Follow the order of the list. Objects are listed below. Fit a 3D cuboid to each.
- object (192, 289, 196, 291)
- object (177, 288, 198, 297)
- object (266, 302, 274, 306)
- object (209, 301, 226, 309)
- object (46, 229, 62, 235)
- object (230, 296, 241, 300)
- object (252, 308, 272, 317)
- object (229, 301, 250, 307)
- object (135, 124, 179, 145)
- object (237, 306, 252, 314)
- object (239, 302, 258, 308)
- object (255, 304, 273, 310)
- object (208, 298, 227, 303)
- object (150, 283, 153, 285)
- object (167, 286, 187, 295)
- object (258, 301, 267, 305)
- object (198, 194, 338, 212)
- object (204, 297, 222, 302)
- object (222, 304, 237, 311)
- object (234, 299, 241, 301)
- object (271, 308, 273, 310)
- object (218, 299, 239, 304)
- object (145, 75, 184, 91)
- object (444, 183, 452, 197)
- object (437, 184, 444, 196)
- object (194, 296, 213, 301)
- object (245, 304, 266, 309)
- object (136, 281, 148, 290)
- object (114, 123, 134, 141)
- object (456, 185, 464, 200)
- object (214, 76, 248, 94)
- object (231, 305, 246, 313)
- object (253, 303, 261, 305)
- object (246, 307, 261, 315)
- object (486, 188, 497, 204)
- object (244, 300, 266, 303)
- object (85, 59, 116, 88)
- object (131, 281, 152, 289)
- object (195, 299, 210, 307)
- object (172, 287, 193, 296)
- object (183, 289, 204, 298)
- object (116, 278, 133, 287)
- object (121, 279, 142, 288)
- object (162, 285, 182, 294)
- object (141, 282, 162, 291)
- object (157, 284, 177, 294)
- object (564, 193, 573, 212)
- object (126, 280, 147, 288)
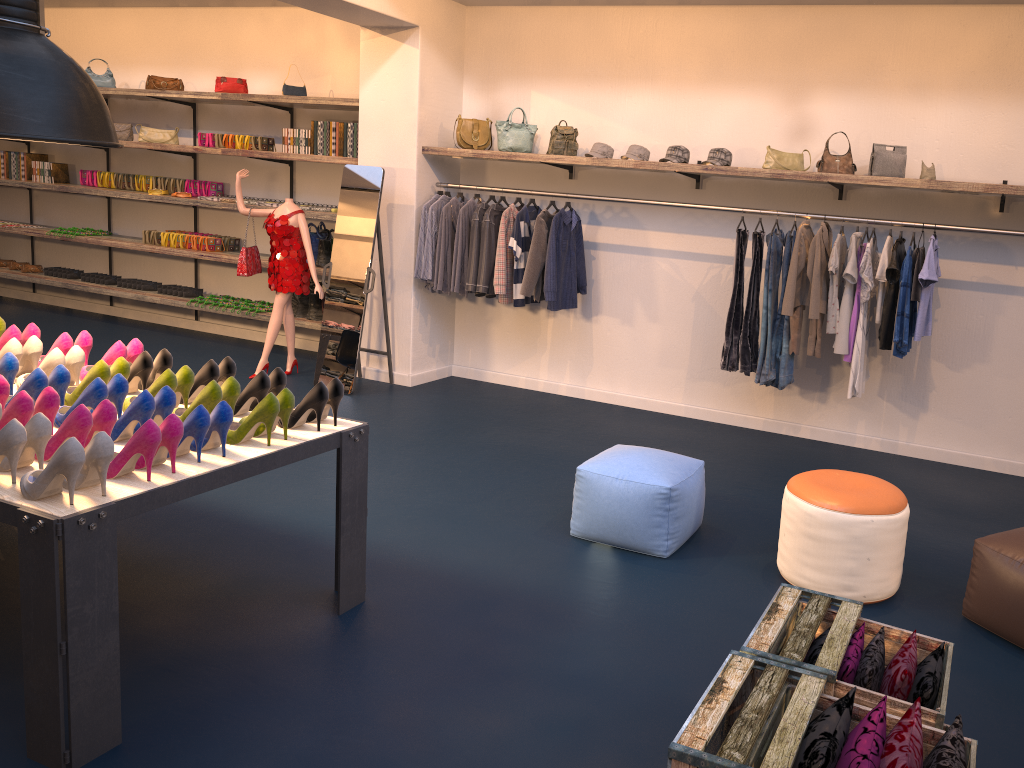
[{"bbox_3d":[-3.092,-0.910,8.418,0.051,0.022,0.011,-5,12,-36],"label":"object"},{"bbox_3d":[-3.155,-0.894,8.450,0.202,0.086,0.061,-5,13,-38],"label":"object"},{"bbox_3d":[-2.282,-0.744,8.151,0.085,0.072,0.240,5,13,6],"label":"object"},{"bbox_3d":[-2.744,-0.738,8.093,0.079,0.057,0.249,9,13,23],"label":"object"},{"bbox_3d":[-4.617,-1.538,8.793,0.079,0.057,0.249,9,13,23],"label":"object"},{"bbox_3d":[-2.667,-0.809,8.310,0.085,0.072,0.240,5,13,6],"label":"object"},{"bbox_3d":[-2.287,-0.654,7.890,0.079,0.057,0.249,9,13,23],"label":"object"},{"bbox_3d":[-2.530,-0.741,8.060,0.078,0.062,0.255,11,14,32],"label":"object"},{"bbox_3d":[-3.373,-2.375,8.258,0.387,0.173,0.219,-1,12,-22],"label":"object"},{"bbox_3d":[-2.444,-0.682,7.955,0.079,0.057,0.249,9,13,23],"label":"object"},{"bbox_3d":[-2.431,-0.731,8.051,0.078,0.067,0.256,12,14,34],"label":"object"},{"bbox_3d":[-2.273,-0.704,7.986,0.079,0.067,0.256,12,14,34],"label":"object"},{"bbox_3d":[-2.755,-0.782,8.154,0.079,0.063,0.256,12,14,34],"label":"object"},{"bbox_3d":[-3.579,-0.995,8.618,0.050,0.022,0.011,-2,11,-26],"label":"object"},{"bbox_3d":[-3.275,-0.915,8.499,0.202,0.086,0.061,-6,14,-40],"label":"object"},{"bbox_3d":[-2.342,-0.758,8.207,0.081,0.074,0.245,7,13,15],"label":"object"},{"bbox_3d":[-2.197,-1.653,7.928,1.439,0.059,0.515,10,14,23],"label":"object"},{"bbox_3d":[-2.816,-0.798,8.209,0.078,0.067,0.256,12,14,34],"label":"object"},{"bbox_3d":[-2.602,-0.711,8.026,0.079,0.057,0.249,9,13,23],"label":"object"},{"bbox_3d":[-2.655,-0.767,8.249,0.079,0.057,0.249,9,13,23],"label":"object"},{"bbox_3d":[-2.198,-0.683,8.046,0.079,0.057,0.249,9,13,23],"label":"object"},{"bbox_3d":[-2.658,-0.771,8.144,0.079,0.067,0.256,12,14,34],"label":"object"},{"bbox_3d":[-3.217,-2.807,8.139,0.374,0.139,0.392,14,15,36],"label":"object"},{"bbox_3d":[-0.528,-1.528,7.079,0.009,0.217,0.462,8,12,28],"label":"object"},{"bbox_3d":[-0.587,-1.538,7.103,0.009,0.217,0.462,8,12,28],"label":"object"},{"bbox_3d":[-2.913,-0.809,8.218,0.078,0.062,0.255,11,14,32],"label":"object"},{"bbox_3d":[-2.371,-0.715,7.996,0.079,0.063,0.256,12,14,34],"label":"object"},{"bbox_3d":[-3.640,-0.979,8.650,0.200,0.086,0.062,-2,12,-28],"label":"object"},{"bbox_3d":[-3.837,-2.458,8.453,0.280,0.173,0.101,1,10,-14],"label":"object"},{"bbox_3d":[-0.422,-1.511,7.039,0.009,0.217,0.462,8,12,28],"label":"object"},{"bbox_3d":[-2.519,-2.679,7.806,0.298,0.147,0.106,-2,12,-29],"label":"object"},{"bbox_3d":[-2.516,-0.698,7.999,0.079,0.057,0.249,9,13,23],"label":"object"},{"bbox_3d":[-2.427,-0.727,8.155,0.079,0.057,0.249,9,13,23],"label":"object"},{"bbox_3d":[-2.359,-0.670,7.935,0.079,0.057,0.249,9,13,23],"label":"object"},{"bbox_3d":[-0.160,-1.464,6.930,0.009,0.217,0.462,8,12,28],"label":"object"},{"bbox_3d":[-2.461,-0.774,8.226,0.254,0.053,0.080,-4,14,-32],"label":"object"},{"bbox_3d":[-4.005,-3.012,8.431,0.296,0.279,0.090,-2,11,-29],"label":"object"},{"bbox_3d":[-3.698,-0.990,8.675,0.201,0.086,0.061,-3,12,-32],"label":"object"},{"bbox_3d":[-2.901,-0.766,8.158,0.079,0.057,0.249,9,13,23],"label":"object"},{"bbox_3d":[-3.214,-0.904,8.474,0.202,0.086,0.061,-6,14,-39],"label":"object"},{"bbox_3d":[-3.095,-0.883,8.426,0.202,0.086,0.061,-4,13,-35],"label":"object"},{"bbox_3d":[-3.878,-1.021,8.749,0.202,0.086,0.061,-5,13,-38],"label":"object"},{"bbox_3d":[-3.820,-1.011,8.725,0.202,0.086,0.061,-4,13,-34],"label":"object"},{"bbox_3d":[-3.336,-0.926,8.525,0.061,0.086,0.203,13,15,42],"label":"object"},{"bbox_3d":[-3.582,-0.969,8.626,0.198,0.086,0.062,-1,11,-24],"label":"object"},{"bbox_3d":[-3.394,-0.936,8.549,0.061,0.086,0.203,13,15,43],"label":"object"},{"bbox_3d":[0.431,-1.365,6.704,0.009,0.217,0.462,8,12,28],"label":"object"},{"bbox_3d":[-3.760,-1.000,8.701,0.201,0.086,0.061,-3,12,-32],"label":"object"}]
